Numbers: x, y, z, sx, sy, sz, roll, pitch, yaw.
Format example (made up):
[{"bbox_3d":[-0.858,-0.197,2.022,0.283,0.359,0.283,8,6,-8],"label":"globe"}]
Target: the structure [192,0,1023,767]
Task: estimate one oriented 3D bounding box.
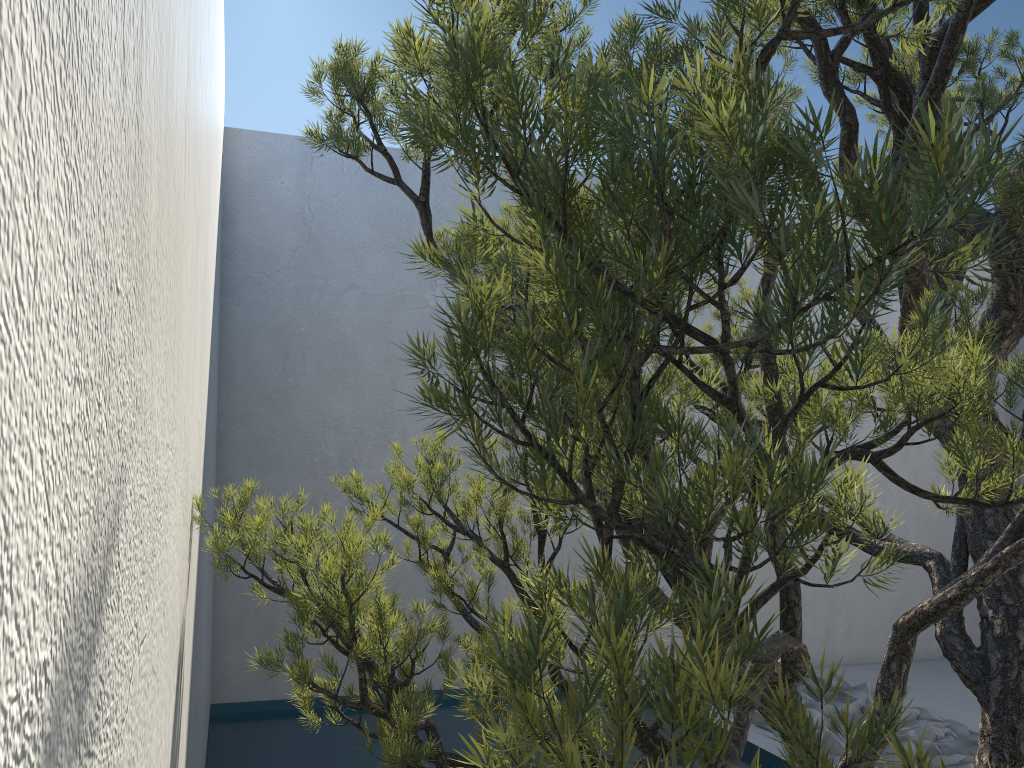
[{"bbox_3d":[0.797,-0.205,1.699,2.589,3.458,2.527,2,-4,-24],"label":"structure"}]
